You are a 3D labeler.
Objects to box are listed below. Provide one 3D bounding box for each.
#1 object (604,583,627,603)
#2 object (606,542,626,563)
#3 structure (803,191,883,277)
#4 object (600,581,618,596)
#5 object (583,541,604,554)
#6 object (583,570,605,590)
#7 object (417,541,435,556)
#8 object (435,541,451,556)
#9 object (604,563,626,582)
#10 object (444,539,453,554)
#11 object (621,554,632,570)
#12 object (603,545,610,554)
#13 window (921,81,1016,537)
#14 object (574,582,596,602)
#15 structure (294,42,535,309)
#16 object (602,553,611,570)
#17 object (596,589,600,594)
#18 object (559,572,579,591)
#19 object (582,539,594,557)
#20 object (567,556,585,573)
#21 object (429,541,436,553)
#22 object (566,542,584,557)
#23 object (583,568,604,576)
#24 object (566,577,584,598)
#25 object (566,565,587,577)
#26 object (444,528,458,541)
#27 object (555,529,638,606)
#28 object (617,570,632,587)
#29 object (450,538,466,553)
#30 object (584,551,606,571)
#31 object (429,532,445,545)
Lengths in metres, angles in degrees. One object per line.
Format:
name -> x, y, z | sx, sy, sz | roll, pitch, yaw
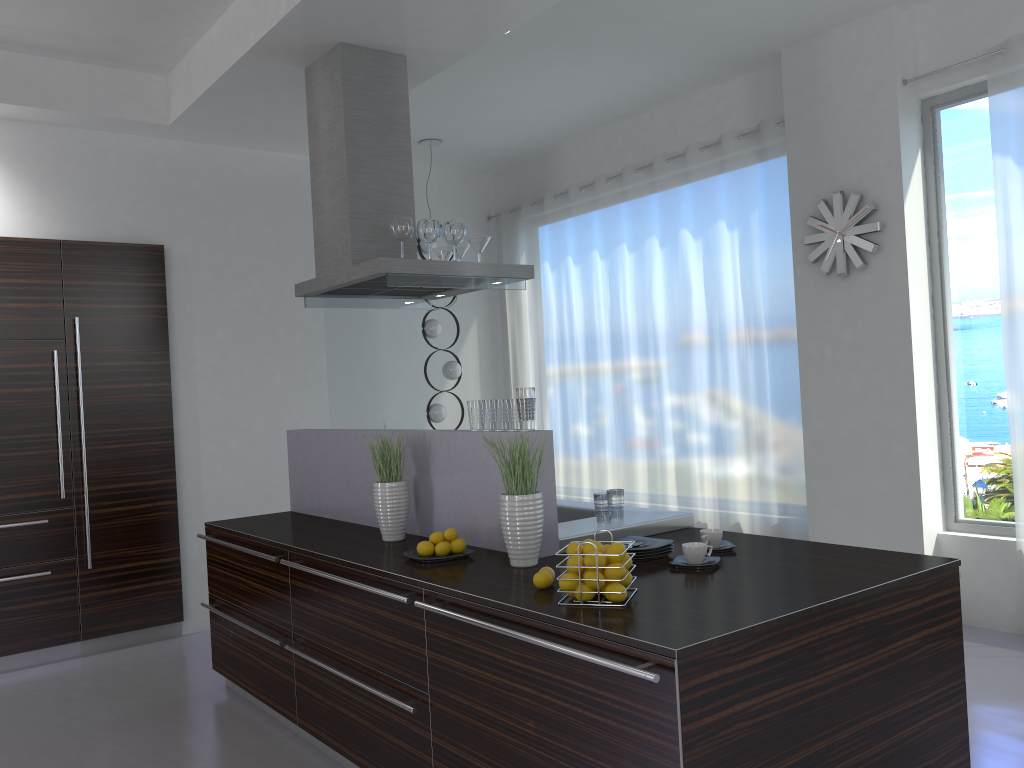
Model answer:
object -> 0.283, 0.570, 2.422 | 0.062, 0.052, 0.053 | -3, 0, 3
object -> 0.291, 0.471, 2.466 | 0.059, 0.060, 0.050 | -3, 0, -37
structure -> 1.955, -0.893, 5.276 | 0.076, 0.505, 0.505 | -3, 0, -37
object -> 0.277, 0.573, 2.481 | 0.061, 0.055, 0.050 | -3, 0, 9
object -> 0.231, 0.473, 2.515 | 0.063, 0.053, 0.051 | -3, 0, -35
object -> 0.226, 0.538, 2.441 | 0.061, 0.055, 0.051 | -3, 0, 32
object -> -0.314, 0.601, 3.235 | 0.060, 0.058, 0.070 | -3, 0, -38
object -> -0.251, 0.599, 3.221 | 0.061, 0.054, 0.052 | -3, 0, 30
object -> 0.284, 0.520, 2.448 | 0.061, 0.054, 0.053 | -3, 0, 9
object -> -0.236, 0.599, 3.277 | 0.071, 0.060, 0.057 | -3, 0, -35
object -> 0.316, 0.516, 2.552 | 0.060, 0.055, 0.053 | -3, 0, 6
object -> 0.275, 0.490, 2.566 | 0.063, 0.051, 0.053 | -3, 0, 9
window -> 3.378, -0.459, 3.968 | 0.100, 2.500, 3.000 | -3, 0, -37
object -> 0.202, 0.575, 2.452 | 0.063, 0.053, 0.051 | -3, 0, -29
structure -> -0.568, -1.071, 4.774 | 0.915, 1.231, 0.981 | -3, 0, -37
object -> 0.274, 0.502, 2.500 | 0.061, 0.051, 0.055 | -3, -1, -42
object -> 0.229, 0.567, 2.517 | 0.052, 0.060, 0.057 | -3, 0, -31
object -> 0.160, 0.549, 2.459 | 0.061, 0.054, 0.052 | -3, 0, 30
object -> 0.223, 0.481, 2.583 | 0.052, 0.060, 0.057 | -4, -1, 41
object -> 0.179, 0.502, 2.474 | 0.053, 0.052, 0.061 | -3, 0, -24
object -> -0.298, 0.605, 3.292 | 0.053, 0.051, 0.063 | -3, 0, -33
object -> 0.183, 0.479, 2.549 | 0.053, 0.051, 0.063 | -3, 0, 11
object -> 0.227, 0.535, 2.472 | 0.062, 0.053, 0.051 | -3, 0, -29
object -> 0.187, 0.575, 2.508 | 0.074, 0.063, 0.064 | -3, 0, -16
object -> 0.186, 0.524, 2.528 | 0.062, 0.053, 0.052 | -3, 0, 25
object -> -0.223, 0.552, 3.257 | 0.053, 0.048, 0.063 | -3, 0, 19
object -> 0.240, 0.515, 2.506 | 0.189, 0.174, 0.207 | -3, 0, 18
object -> 0.309, 0.548, 2.508 | 0.062, 0.053, 0.052 | -3, 0, 0
object -> -0.197, 0.592, 3.242 | 0.063, 0.053, 0.051 | -3, 0, 4
object -> 0.228, 0.487, 2.445 | 0.063, 0.053, 0.051 | -3, 0, -24
object -> -0.275, 0.566, 3.258 | 0.053, 0.047, 0.061 | -3, 0, -34
